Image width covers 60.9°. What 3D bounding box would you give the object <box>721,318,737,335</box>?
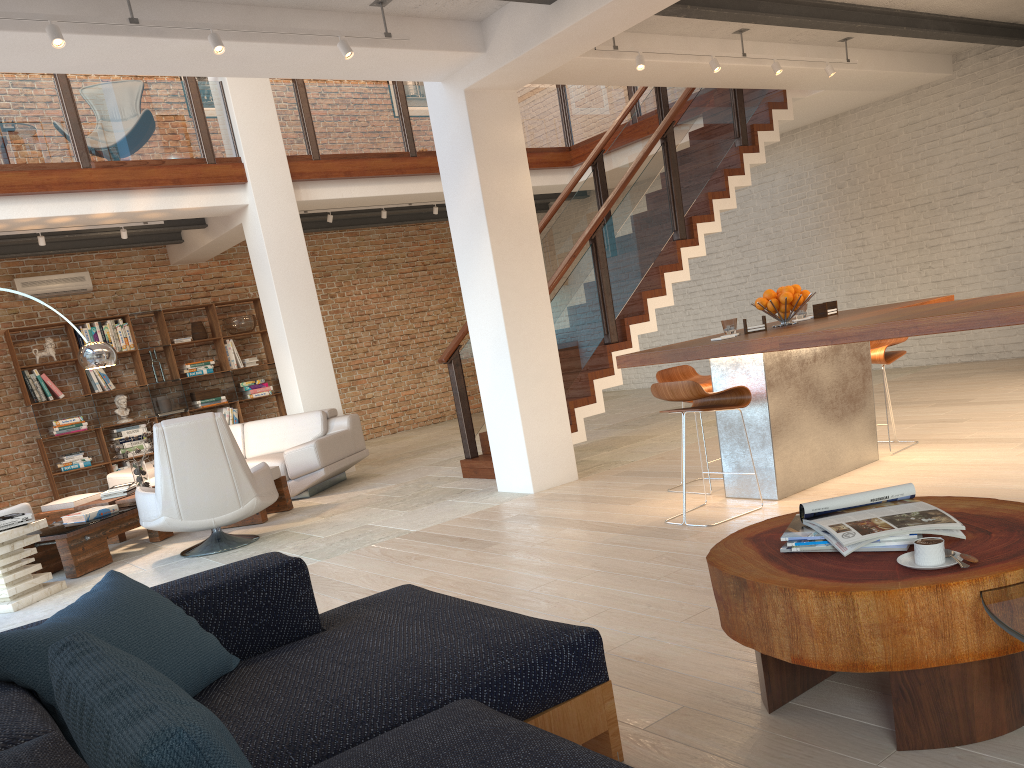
[{"bbox_3d":[1.231,-0.322,4.926,0.090,0.087,0.089,-13,9,-21],"label":"object"}]

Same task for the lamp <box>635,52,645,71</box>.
[{"bbox_3d":[0.883,-2.225,6.013,0.060,0.133,0.084,-7,11,14],"label":"lamp"}]

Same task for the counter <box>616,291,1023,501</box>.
[{"bbox_3d":[2.088,0.074,4.659,1.645,0.947,2.491,-14,6,-36],"label":"counter"}]

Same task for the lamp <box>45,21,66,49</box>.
[{"bbox_3d":[-2.055,-1.576,3.918,0.059,0.124,0.085,-18,12,-34],"label":"lamp"}]

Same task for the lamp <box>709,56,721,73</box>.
[{"bbox_3d":[1.499,-2.362,6.442,0.059,0.133,0.085,-18,13,-34],"label":"lamp"}]

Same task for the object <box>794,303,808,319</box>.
[{"bbox_3d":[1.759,-0.441,5.316,0.089,0.087,0.091,-17,10,-38],"label":"object"}]

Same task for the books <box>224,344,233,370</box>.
[{"bbox_3d":[-3.759,-0.343,11.425,0.054,0.340,0.253,-19,13,-36],"label":"books"}]

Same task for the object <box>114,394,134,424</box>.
[{"bbox_3d":[-4.801,0.304,10.726,0.193,0.361,0.190,-14,12,-20],"label":"object"}]

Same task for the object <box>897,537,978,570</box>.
[{"bbox_3d":[1.013,0.402,2.083,0.176,0.057,0.142,-6,6,43],"label":"object"}]

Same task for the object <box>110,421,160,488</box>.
[{"bbox_3d":[-3.088,0.614,7.446,0.319,0.625,0.522,-5,10,25],"label":"object"}]

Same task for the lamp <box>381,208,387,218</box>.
[{"bbox_3d":[-1.537,-2.044,10.458,0.059,0.133,0.085,-18,13,-34],"label":"lamp"}]

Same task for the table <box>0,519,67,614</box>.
[{"bbox_3d":[-3.405,1.223,5.799,0.498,0.519,0.477,-8,9,14],"label":"table"}]

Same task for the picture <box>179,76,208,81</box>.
[{"bbox_3d":[-3.849,-4.057,11.225,0.890,1.233,0.027,-17,14,-34],"label":"picture"}]

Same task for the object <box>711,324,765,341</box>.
[{"bbox_3d":[1.253,-0.287,4.905,0.387,0.036,0.197,-12,4,-31],"label":"object"}]

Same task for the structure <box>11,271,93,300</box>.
[{"bbox_3d":[-5.409,-1.159,10.279,0.793,0.225,0.199,-13,9,-35],"label":"structure"}]

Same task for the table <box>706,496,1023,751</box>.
[{"bbox_3d":[1.365,0.601,2.069,1.054,0.459,1.820,-13,5,-31],"label":"table"}]

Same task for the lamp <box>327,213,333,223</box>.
[{"bbox_3d":[-2.102,-1.918,10.055,0.087,0.133,0.057,-6,12,24],"label":"lamp"}]

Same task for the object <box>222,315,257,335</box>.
[{"bbox_3d":[-3.580,-0.767,11.496,0.440,0.225,0.422,-10,5,6],"label":"object"}]

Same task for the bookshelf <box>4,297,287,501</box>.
[{"bbox_3d":[-4.383,0.221,11.013,2.960,2.266,0.362,-15,13,-34],"label":"bookshelf"}]

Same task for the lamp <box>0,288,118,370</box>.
[{"bbox_3d":[-4.394,0.335,7.749,2.034,2.424,0.307,-10,13,1],"label":"lamp"}]

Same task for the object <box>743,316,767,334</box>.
[{"bbox_3d":[1.376,-0.336,4.938,0.115,0.084,0.091,-9,8,9],"label":"object"}]

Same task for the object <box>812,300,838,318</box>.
[{"bbox_3d":[1.908,-0.454,5.309,0.112,0.084,0.093,-15,9,-35],"label":"object"}]

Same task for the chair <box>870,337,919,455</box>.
[{"bbox_3d":[2.361,0.044,5.669,0.411,0.798,0.401,-18,13,-35],"label":"chair"}]

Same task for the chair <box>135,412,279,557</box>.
[{"bbox_3d":[-2.237,0.723,6.337,1.014,1.047,0.955,-13,9,-19],"label":"chair"}]

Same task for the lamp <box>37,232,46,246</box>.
[{"bbox_3d":[-4.508,-1.382,8.349,0.059,0.133,0.085,-18,13,-34],"label":"lamp"}]

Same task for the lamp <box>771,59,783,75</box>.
[{"bbox_3d":[2.083,-2.492,6.856,0.059,0.133,0.085,-18,13,-34],"label":"lamp"}]

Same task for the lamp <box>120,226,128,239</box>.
[{"bbox_3d":[-3.912,-1.522,8.784,0.059,0.119,0.094,-16,11,-29],"label":"lamp"}]

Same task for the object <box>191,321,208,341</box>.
[{"bbox_3d":[-4.005,-0.676,11.142,0.194,0.240,0.187,-8,9,12],"label":"object"}]

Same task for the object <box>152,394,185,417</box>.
[{"bbox_3d":[-4.364,0.267,11.010,0.327,0.240,0.283,-15,9,-35],"label":"object"}]

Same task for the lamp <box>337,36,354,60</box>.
[{"bbox_3d":[-0.907,-1.826,4.737,0.087,0.133,0.057,-6,12,24],"label":"lamp"}]

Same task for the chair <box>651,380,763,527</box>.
[{"bbox_3d":[1.026,0.341,4.721,0.411,0.798,0.401,-18,13,-35],"label":"chair"}]

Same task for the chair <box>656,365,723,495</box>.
[{"bbox_3d":[1.181,0.269,5.488,0.394,0.798,0.419,-18,13,-35],"label":"chair"}]

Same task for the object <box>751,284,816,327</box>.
[{"bbox_3d":[1.583,-0.454,5.070,0.366,0.228,0.353,-8,6,19],"label":"object"}]

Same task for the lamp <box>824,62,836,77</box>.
[{"bbox_3d":[2.647,-2.618,7.260,0.087,0.133,0.057,-6,12,24],"label":"lamp"}]

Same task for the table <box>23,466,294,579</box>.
[{"bbox_3d":[-3.210,1.142,7.223,2.220,0.442,1.906,-9,4,15],"label":"table"}]

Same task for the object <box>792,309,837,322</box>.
[{"bbox_3d":[1.847,-0.420,5.337,0.280,0.036,0.205,-13,4,-35],"label":"object"}]

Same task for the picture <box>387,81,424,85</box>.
[{"bbox_3d":[-1.472,-4.586,12.912,0.890,1.233,0.027,-17,14,-34],"label":"picture"}]

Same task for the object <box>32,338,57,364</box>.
[{"bbox_3d":[-5.435,-0.391,10.132,0.247,0.291,0.129,-15,12,-27],"label":"object"}]

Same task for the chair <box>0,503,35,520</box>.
[{"bbox_3d":[-4.490,1.100,6.901,1.031,1.029,0.950,-4,11,38],"label":"chair"}]

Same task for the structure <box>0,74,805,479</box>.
[{"bbox_3d":[0.506,-1.411,6.207,9.908,4.262,13.828,-14,5,-36],"label":"structure"}]

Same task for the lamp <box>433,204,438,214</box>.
[{"bbox_3d":[-0.954,-2.173,10.872,0.059,0.133,0.085,-18,13,-34],"label":"lamp"}]

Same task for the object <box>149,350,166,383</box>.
[{"bbox_3d":[-4.436,-0.222,10.881,0.118,0.411,0.061,-18,15,-32],"label":"object"}]

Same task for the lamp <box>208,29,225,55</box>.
[{"bbox_3d":[-1.471,-1.700,4.333,0.059,0.133,0.085,-18,13,-34],"label":"lamp"}]
